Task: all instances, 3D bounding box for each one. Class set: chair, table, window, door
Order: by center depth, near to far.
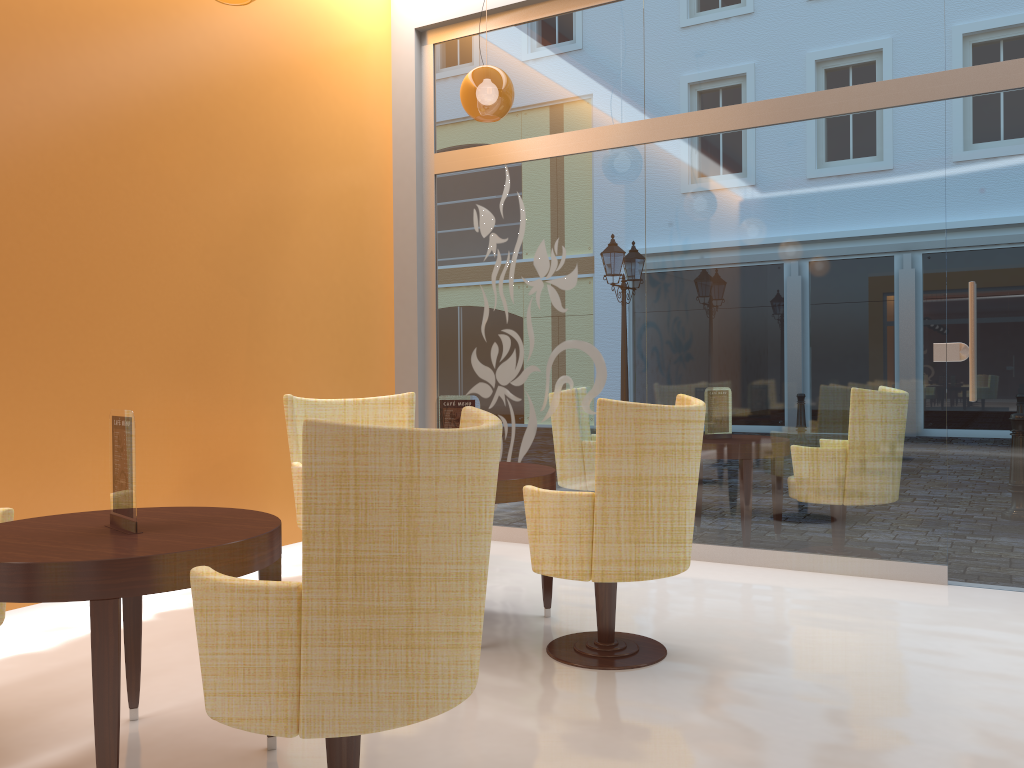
[{"bbox_3d":[-0.369,0.573,2.152,0.685,1.017,0.729,0,1,27],"label":"chair"},{"bbox_3d":[-1.092,0.746,2.483,0.874,0.679,0.872,-1,1,-24],"label":"table"},{"bbox_3d":[-1.890,0.583,2.645,0.685,1.017,0.729,-1,0,-2],"label":"chair"},{"bbox_3d":[0.410,0.554,3.503,0.685,1.017,0.729,0,1,33],"label":"chair"},{"bbox_3d":[-0.238,0.726,3.967,0.874,0.679,0.872,-1,0,-14],"label":"table"},{"bbox_3d":[2.946,-0.716,4.157,8.200,3.380,0.040,0,1,30],"label":"window"},{"bbox_3d":[2.951,-0.217,4.162,1.640,2.499,0.020,0,1,30],"label":"door"},{"bbox_3d":[-0.780,0.557,4.572,0.729,1.017,0.685,-1,1,-28],"label":"chair"}]

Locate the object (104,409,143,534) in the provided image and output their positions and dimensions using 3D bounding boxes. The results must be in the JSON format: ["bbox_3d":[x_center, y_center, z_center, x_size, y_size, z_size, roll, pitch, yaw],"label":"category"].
[{"bbox_3d":[-1.092,0.239,2.487,0.042,0.335,0.209,-1,1,-42],"label":"object"}]

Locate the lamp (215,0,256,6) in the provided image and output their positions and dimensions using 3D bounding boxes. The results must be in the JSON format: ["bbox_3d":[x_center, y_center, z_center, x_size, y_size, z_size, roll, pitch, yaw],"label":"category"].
[{"bbox_3d":[-1.039,-2.172,3.262,0.299,1.500,0.299,0,1,30],"label":"lamp"}]

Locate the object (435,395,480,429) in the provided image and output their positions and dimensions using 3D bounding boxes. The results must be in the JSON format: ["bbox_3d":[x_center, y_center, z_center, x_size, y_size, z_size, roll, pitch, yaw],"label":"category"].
[{"bbox_3d":[-0.242,0.219,3.962,0.209,0.335,0.042,0,0,13],"label":"object"}]

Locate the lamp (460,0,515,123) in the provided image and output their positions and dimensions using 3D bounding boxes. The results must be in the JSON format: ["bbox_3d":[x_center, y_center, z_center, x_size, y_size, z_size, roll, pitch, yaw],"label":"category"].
[{"bbox_3d":[-0.140,-2.193,4.821,0.299,1.500,0.299,0,1,30],"label":"lamp"}]
